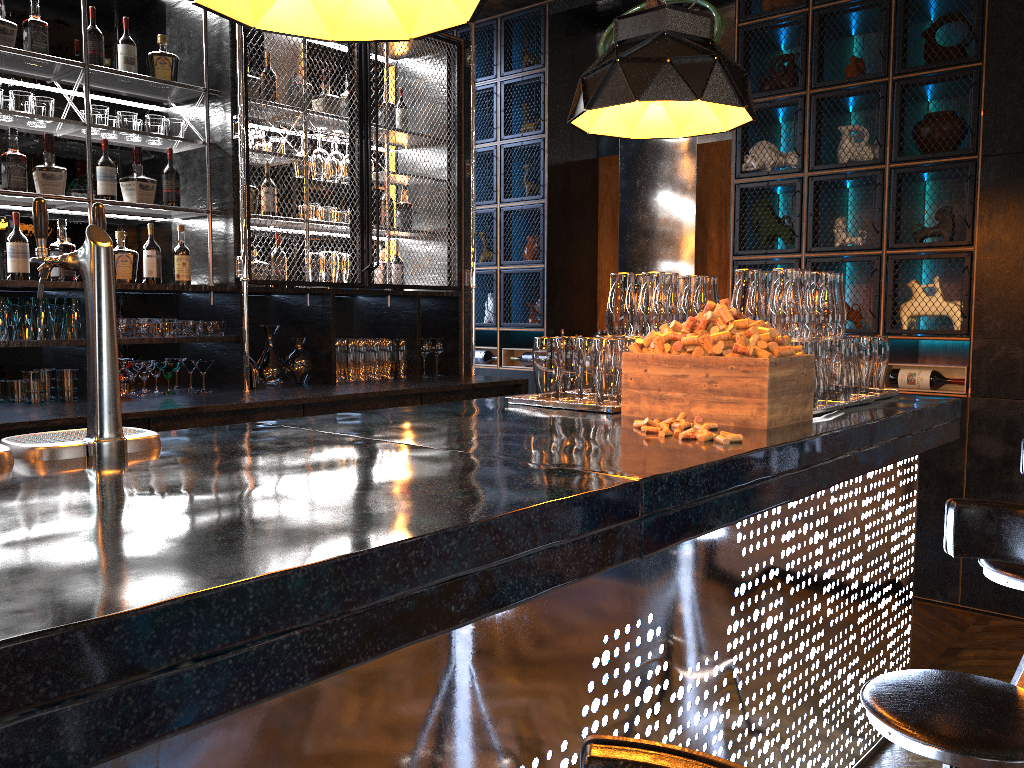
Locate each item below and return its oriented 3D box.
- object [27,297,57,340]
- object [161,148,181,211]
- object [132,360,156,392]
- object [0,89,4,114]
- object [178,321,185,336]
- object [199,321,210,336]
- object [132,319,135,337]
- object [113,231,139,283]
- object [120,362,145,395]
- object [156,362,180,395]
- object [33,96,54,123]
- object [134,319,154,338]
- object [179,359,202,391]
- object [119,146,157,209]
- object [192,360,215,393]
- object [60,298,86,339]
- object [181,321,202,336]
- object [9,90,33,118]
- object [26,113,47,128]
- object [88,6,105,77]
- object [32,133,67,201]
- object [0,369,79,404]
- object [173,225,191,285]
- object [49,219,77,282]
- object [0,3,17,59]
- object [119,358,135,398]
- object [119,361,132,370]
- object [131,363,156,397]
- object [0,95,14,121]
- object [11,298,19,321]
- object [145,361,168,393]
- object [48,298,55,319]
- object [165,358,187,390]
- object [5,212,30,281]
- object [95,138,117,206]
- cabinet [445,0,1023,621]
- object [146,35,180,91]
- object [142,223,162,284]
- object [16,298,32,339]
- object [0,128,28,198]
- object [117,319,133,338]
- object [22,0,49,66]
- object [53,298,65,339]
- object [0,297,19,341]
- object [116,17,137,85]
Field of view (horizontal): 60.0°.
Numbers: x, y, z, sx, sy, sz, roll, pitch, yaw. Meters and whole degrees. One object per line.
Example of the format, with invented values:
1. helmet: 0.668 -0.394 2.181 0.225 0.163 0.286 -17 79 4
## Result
1. object: -1.932 -0.268 3.639 0.101 0.172 0.115 2 5 26
2. object: -1.648 -0.988 4.282 0.086 0.299 0.086 0 5 0
3. object: -1.784 -0.039 4.301 0.106 0.148 0.106 -1 5 -10
4. object: -2.131 -1.160 3.632 0.089 0.092 0.089 1 5 4
5. object: -1.600 -0.270 4.296 0.088 0.070 0.098 -2 5 -26
6. object: -1.499 -0.273 4.336 0.098 0.070 0.088 -2 5 -22
7. object: -1.728 -0.259 4.095 0.084 0.082 0.084 -2 5 -21
8. object: -1.815 -0.583 4.118 0.151 0.248 0.094 -4 6 -40
9. object: -1.771 -0.026 4.140 0.106 0.148 0.106 -1 5 -17
10. object: -1.608 -0.026 4.151 0.106 0.148 0.106 -4 6 -39
11. object: -2.004 -1.173 3.791 0.089 0.092 0.089 0 5 -4
12. object: -1.666 -0.253 4.017 0.084 0.082 0.084 -3 5 -31
13. object: -1.571 -0.043 4.336 0.107 0.152 0.107 -3 6 -35
14. object: -1.747 -0.966 4.144 0.123 0.279 0.123 3 5 30
15. object: -1.482 -0.037 4.260 0.107 0.152 0.107 -2 5 -23
16. object: -1.850 -0.277 3.744 0.101 0.172 0.115 -1 5 -19
17. object: -1.528 -0.264 4.230 0.088 0.070 0.098 -1 5 -13
18. object: -2.044 -1.165 3.695 0.089 0.092 0.089 1 5 4
19. object: -2.093 -1.182 3.901 0.089 0.092 0.089 1 5 15
20. object: -1.876 -1.536 3.974 0.086 0.299 0.086 0 5 0
21. object: -2.007 -0.942 3.848 0.123 0.279 0.123 -3 6 -35
22. object: -2.042 0.009 3.777 0.356 0.134 0.206 -4 6 -41
23. object: -1.618 -0.626 4.342 0.080 0.299 0.080 5 6 43
24. object: -1.987 -0.586 3.922 0.083 0.282 0.083 2 5 26
25. object: -2.131 -1.500 3.658 0.123 0.279 0.123 3 5 30
26. object: -1.752 -0.027 4.005 0.089 0.174 0.089 0 5 2
27. object: -1.860 -0.033 4.215 0.106 0.148 0.106 -2 5 -30
28. object: -1.684 -0.019 4.062 0.106 0.148 0.106 -3 5 -30
29. object: -2.166 -1.172 3.773 0.089 0.092 0.089 4 6 40
30. object: -2.123 -0.282 3.796 0.101 0.172 0.115 -4 6 -44
31. object: -1.696 -0.033 4.227 0.106 0.148 0.106 -2 5 -20
32. object: -2.035 -0.290 3.903 0.115 0.172 0.101 -4 6 -39
33. object: -1.671 -0.050 4.418 0.107 0.152 0.107 -4 6 -43
34. object: -2.114 -0.584 3.789 0.086 0.298 0.086 0 5 0
35. object: -1.856 -0.969 4.051 0.086 0.298 0.086 0 5 0
36. cabinet: 1.085 -0.755 5.609 4.416 3.514 0.691 4 6 41
37. object: -1.659 -1.528 4.217 0.151 0.248 0.094 -2 5 -20
38. object: -1.724 -0.618 4.241 0.086 0.298 0.086 0 5 0
39. object: -2.031 -0.275 3.720 0.101 0.172 0.115 -1 5 -19
40. object: -2.108 -0.937 3.753 0.083 0.282 0.083 4 6 41
41. object: -1.732 -0.247 3.945 0.084 0.082 0.084 4 6 42
42. object: -2.036 -1.513 3.788 0.083 0.282 0.083 4 6 41
43. object: -1.934 -0.284 3.826 0.101 0.172 0.115 2 5 26
44. object: -2.033 -0.261 3.538 0.115 0.172 0.101 -1 5 -19
45. object: -1.788 -1.547 4.116 0.086 0.298 0.086 0 5 0
